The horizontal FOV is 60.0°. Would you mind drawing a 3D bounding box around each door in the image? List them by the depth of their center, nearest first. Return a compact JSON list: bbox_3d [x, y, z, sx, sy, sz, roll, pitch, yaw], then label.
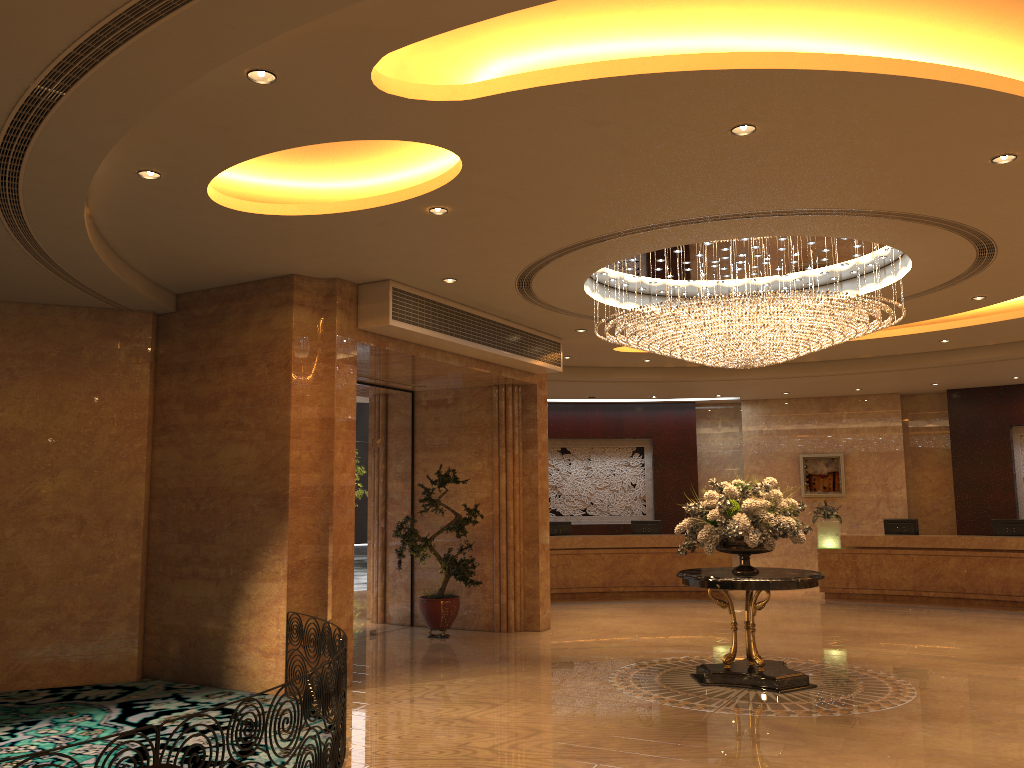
[{"bbox_3d":[-2.368,2.067,11.935,0.195,2.758,1.880,-5,-9,29],"label":"door"}]

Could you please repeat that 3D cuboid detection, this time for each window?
[{"bbox_3d":[-2.372,1.693,11.984,0.047,3.571,3.515,-5,-9,29],"label":"window"}]

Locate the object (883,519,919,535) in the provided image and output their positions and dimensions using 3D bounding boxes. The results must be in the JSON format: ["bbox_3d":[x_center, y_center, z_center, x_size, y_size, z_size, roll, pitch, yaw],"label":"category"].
[{"bbox_3d":[7.264,2.763,16.540,0.430,0.500,0.531,3,-8,-23],"label":"object"}]

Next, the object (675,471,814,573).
[{"bbox_3d":[2.459,1.469,9.333,1.318,0.999,1.277,4,-9,-30],"label":"object"}]

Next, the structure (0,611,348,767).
[{"bbox_3d":[-3.694,2.205,4.661,7.624,0.995,3.815,6,-10,-42],"label":"structure"}]

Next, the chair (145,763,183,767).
[{"bbox_3d":[-1.398,1.798,2.839,0.951,0.916,0.769,-4,-8,24],"label":"chair"}]

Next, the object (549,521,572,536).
[{"bbox_3d":[0.888,2.973,17.558,0.531,0.500,0.430,-3,-8,21],"label":"object"}]

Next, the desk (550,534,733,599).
[{"bbox_3d":[1.831,3.558,17.434,5.227,1.155,1.570,0,-8,-6],"label":"desk"}]

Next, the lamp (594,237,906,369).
[{"bbox_3d":[2.490,-0.766,9.564,3.204,1.196,3.206,3,-8,-24],"label":"lamp"}]

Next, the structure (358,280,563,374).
[{"bbox_3d":[-0.462,-0.622,11.186,0.425,0.483,4.113,-5,-9,29],"label":"structure"}]

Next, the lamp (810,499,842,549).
[{"bbox_3d":[5.977,2.639,16.769,0.577,0.925,0.542,-5,-9,31],"label":"lamp"}]

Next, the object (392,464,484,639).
[{"bbox_3d":[-0.998,2.293,12.223,1.250,2.363,0.843,-2,-8,10],"label":"object"}]

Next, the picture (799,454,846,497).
[{"bbox_3d":[6.527,1.921,18.657,0.875,0.890,0.068,-3,-8,20],"label":"picture"}]

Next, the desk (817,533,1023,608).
[{"bbox_3d":[9.750,2.803,12.243,3.466,1.155,12.951,3,-8,-26],"label":"desk"}]

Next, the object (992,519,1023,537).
[{"bbox_3d":[8.729,2.611,15.485,0.430,0.500,0.531,1,-8,-10],"label":"object"}]

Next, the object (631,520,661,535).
[{"bbox_3d":[2.521,2.979,17.732,0.918,0.500,0.397,-2,-8,11],"label":"object"}]

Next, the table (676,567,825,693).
[{"bbox_3d":[2.471,2.498,9.162,1.493,1.089,1.493,-4,-8,22],"label":"table"}]
